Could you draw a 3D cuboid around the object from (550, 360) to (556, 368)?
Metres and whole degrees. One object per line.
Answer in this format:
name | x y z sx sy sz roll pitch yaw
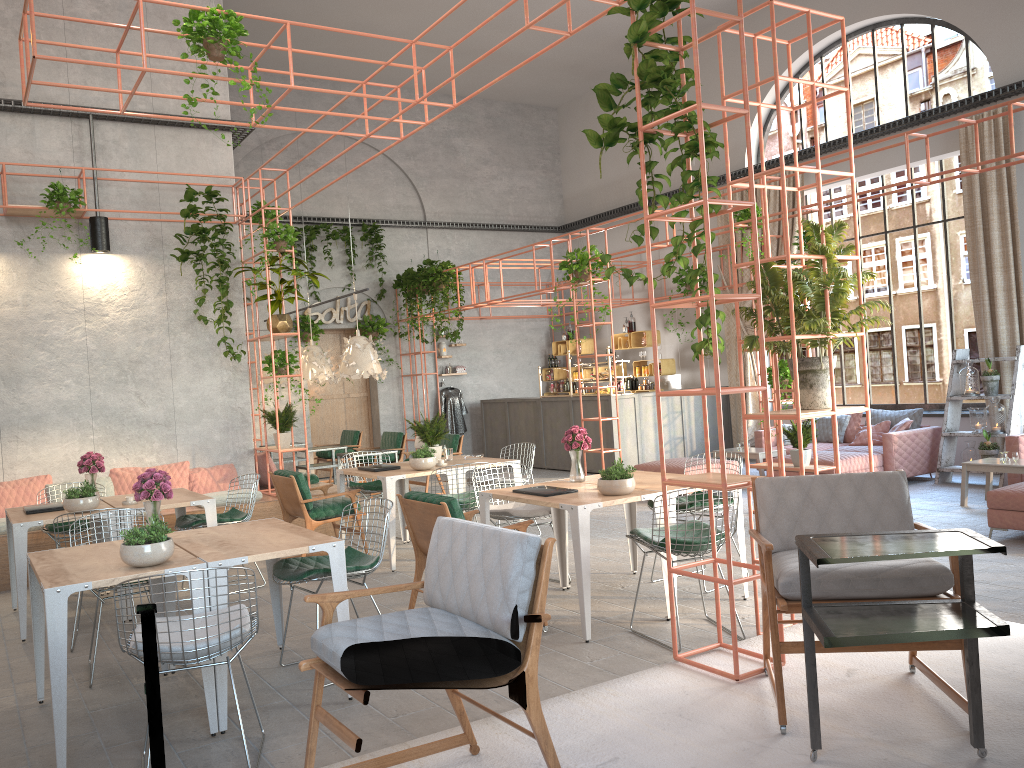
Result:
object | 0.847 -0.407 18.154 0.115 0.147 0.115 -4 0 13

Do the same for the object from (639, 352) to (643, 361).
object | 2.303 -0.496 15.815 0.083 0.159 0.083 -4 0 13

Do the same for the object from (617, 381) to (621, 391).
object | 1.978 0.018 16.353 0.073 0.219 0.105 -4 0 -26

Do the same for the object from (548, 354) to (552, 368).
object | 0.773 -0.474 18.236 0.066 0.291 0.066 -4 0 28

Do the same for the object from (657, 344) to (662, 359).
object | 2.591 -0.571 15.581 0.075 0.273 0.075 -4 1 -43

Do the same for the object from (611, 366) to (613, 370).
object | 1.867 -0.238 16.513 0.072 0.248 0.094 -4 0 -32

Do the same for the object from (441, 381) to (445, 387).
object | -1.347 -0.006 17.224 0.093 0.121 0.049 -4 0 -30

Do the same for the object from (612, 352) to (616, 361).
object | 1.922 -0.542 16.690 0.066 0.291 0.066 -4 0 8

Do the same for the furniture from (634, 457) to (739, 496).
furniture | 2.201 1.179 11.203 0.941 0.446 0.976 -4 0 -32

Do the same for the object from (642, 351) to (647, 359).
object | 2.351 -0.499 15.738 0.083 0.159 0.083 -4 0 13

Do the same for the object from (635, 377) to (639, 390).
object | 2.276 -0.037 16.207 0.074 0.287 0.072 -4 0 0

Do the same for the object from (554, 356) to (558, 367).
object | 0.908 -0.484 18.319 0.066 0.291 0.066 -4 0 8

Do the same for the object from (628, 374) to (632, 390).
object | 2.135 -0.028 16.109 0.066 0.291 0.066 -4 1 42

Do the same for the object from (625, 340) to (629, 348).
object | 2.127 -0.719 16.104 0.123 0.142 0.141 -4 0 -32

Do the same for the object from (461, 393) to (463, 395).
object | -0.980 0.222 17.453 0.033 0.146 0.070 -4 0 29

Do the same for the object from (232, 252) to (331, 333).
object | -2.513 -1.024 9.738 0.934 0.947 0.903 -4 0 20

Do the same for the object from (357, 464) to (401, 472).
object | -1.263 0.796 8.412 0.268 0.031 0.427 -4 0 -32

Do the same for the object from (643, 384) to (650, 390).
object | 2.380 0.051 15.728 0.115 0.107 0.115 -4 0 24

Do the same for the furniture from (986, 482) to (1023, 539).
furniture | 4.631 1.040 7.301 0.941 0.446 0.976 -4 0 -32

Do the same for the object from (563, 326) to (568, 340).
object | 1.103 -1.024 17.973 0.134 0.301 0.134 -4 1 -43

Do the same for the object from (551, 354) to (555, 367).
object | 0.838 -0.479 18.278 0.066 0.291 0.066 -4 0 -25

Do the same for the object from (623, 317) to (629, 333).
object | 2.117 -1.082 16.344 0.134 0.301 0.134 -4 1 -43

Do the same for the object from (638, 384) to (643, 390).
object | 2.312 0.055 15.838 0.115 0.107 0.115 -4 0 -35

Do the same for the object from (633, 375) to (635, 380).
object | 2.232 -0.031 16.278 0.065 0.280 0.065 -4 0 -5

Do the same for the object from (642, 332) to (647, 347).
object | 2.376 -0.793 15.815 0.137 0.261 0.137 -4 0 4

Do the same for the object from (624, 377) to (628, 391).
object | 2.089 -0.003 16.176 0.082 0.246 0.082 -4 0 1

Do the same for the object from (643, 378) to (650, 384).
object | 2.396 -0.056 15.815 0.115 0.107 0.115 -4 0 24

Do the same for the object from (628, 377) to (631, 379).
object | 2.159 -0.009 16.344 0.072 0.248 0.094 -4 0 -32

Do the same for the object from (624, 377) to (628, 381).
object | 2.101 -0.005 16.301 0.072 0.248 0.094 -4 0 -32

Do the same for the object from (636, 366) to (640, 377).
object | 2.256 -0.226 15.861 0.069 0.191 0.069 -4 0 -20

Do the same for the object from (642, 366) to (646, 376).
object | 2.343 -0.231 15.722 0.069 0.191 0.069 -4 0 4

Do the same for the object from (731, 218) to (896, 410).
object | 1.752 -0.401 5.237 0.894 1.100 0.900 -4 0 -3

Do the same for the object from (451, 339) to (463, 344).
object | -1.081 -0.830 17.366 0.263 0.101 0.013 -4 0 -32

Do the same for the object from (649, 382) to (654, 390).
object | 2.471 0.033 15.691 0.073 0.131 0.073 -4 0 -39

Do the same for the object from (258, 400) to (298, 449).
object | -2.544 0.449 9.763 0.438 0.527 0.368 -4 0 -32

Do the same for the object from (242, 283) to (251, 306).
object | -4.785 -1.386 14.785 0.900 1.101 0.894 -4 0 27

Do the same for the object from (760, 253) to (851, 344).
object | 2.964 -0.883 9.048 0.923 0.946 0.924 -4 0 24

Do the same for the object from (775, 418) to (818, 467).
object | 2.956 0.586 9.096 0.438 0.527 0.368 -4 0 -32

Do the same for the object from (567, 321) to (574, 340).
object | 1.171 -1.070 17.791 0.134 0.386 0.134 -4 0 2

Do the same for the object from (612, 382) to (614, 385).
object | 1.906 0.026 16.589 0.070 0.209 0.070 -4 0 16

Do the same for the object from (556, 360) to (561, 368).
object | 0.958 -0.415 18.224 0.115 0.147 0.115 -4 0 13

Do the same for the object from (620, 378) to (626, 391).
object | 2.039 -0.001 16.265 0.072 0.248 0.094 -4 0 -32

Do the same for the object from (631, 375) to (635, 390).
object | 2.209 -0.029 16.161 0.065 0.280 0.065 -4 0 11

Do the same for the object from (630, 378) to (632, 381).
object | 2.159 -0.029 16.227 0.074 0.287 0.072 -4 0 0

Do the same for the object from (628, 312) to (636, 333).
object | 2.185 -1.127 16.162 0.134 0.386 0.134 -4 1 -43

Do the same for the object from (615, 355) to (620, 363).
object | 1.972 -0.473 16.595 0.115 0.147 0.115 -4 0 -23

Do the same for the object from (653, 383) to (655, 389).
object | 2.485 0.043 15.794 0.115 0.107 0.115 -4 0 -26

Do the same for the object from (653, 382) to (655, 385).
object | 2.519 0.028 15.885 0.073 0.131 0.073 -4 0 30

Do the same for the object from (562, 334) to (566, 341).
object | 1.043 -0.929 17.743 0.088 0.123 0.088 -4 0 24

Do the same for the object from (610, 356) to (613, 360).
object | 1.861 -0.465 16.525 0.115 0.147 0.115 -4 0 -23

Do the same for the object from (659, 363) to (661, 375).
object | 2.589 -0.254 15.407 0.131 0.207 0.131 -4 0 13

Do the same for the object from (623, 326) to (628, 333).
object | 2.057 -0.987 16.114 0.088 0.123 0.088 -4 0 24

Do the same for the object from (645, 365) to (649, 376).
object | 2.390 -0.234 15.645 0.069 0.191 0.069 -4 0 -15

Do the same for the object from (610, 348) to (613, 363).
object | 1.852 -0.537 16.649 0.066 0.291 0.066 -4 0 -25
